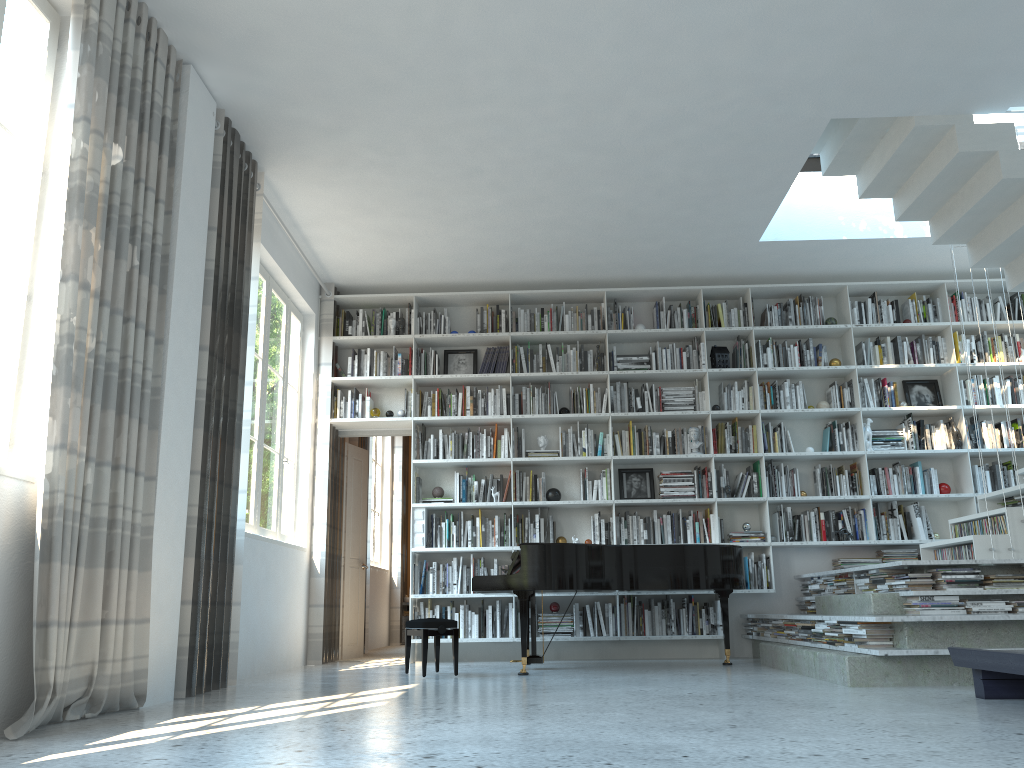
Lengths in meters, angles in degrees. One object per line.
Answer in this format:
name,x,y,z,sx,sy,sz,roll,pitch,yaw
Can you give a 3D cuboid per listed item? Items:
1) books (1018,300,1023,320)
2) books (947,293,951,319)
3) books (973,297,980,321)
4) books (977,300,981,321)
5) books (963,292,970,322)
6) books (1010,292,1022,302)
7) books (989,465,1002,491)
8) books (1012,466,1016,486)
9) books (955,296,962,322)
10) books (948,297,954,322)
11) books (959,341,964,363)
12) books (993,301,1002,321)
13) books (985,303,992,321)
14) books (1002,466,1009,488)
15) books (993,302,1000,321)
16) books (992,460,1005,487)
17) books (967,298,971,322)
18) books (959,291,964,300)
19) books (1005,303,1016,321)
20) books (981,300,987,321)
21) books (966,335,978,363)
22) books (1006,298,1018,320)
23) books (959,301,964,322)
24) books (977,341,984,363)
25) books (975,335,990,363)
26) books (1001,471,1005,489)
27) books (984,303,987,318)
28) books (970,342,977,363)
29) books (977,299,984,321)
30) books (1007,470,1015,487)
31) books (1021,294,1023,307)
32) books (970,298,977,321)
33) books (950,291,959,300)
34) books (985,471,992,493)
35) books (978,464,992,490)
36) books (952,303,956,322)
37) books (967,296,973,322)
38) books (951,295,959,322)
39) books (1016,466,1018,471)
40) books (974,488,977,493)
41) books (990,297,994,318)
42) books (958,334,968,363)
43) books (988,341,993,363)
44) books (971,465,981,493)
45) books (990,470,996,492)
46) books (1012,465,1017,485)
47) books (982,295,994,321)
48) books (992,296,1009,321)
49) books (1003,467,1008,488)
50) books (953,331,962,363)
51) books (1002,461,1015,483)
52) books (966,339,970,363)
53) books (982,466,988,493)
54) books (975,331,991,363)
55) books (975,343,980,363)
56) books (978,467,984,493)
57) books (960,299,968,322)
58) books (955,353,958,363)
books,4.438,-0.602,7.778,0.012,0.215,0.193,-1,-14,2
books,3.811,-0.635,7.810,0.011,0.312,0.173,-1,-14,2
books,4.058,-0.613,7.812,0.029,0.263,0.179,-1,-14,2
books,4.079,-0.600,7.806,0.011,0.236,0.148,-1,-14,2
books,3.975,-0.632,7.813,0.012,0.305,0.185,-1,-14,2
books,4.451,-0.644,7.811,0.014,0.312,0.162,-1,-14,2
books,4.043,0.814,7.442,0.027,0.248,0.184,-1,-14,2
books,4.191,0.823,7.463,0.014,0.237,0.146,-1,-14,2
books,3.893,-0.616,7.799,0.012,0.268,0.185,-1,-14,2
books,3.839,-0.613,7.818,0.022,0.274,0.160,-1,-14,2
books,3.836,-0.245,7.641,0.024,0.204,0.166,-1,-14,2
books,4.274,-0.600,7.817,0.010,0.235,0.132,-1,-14,2
books,4.164,-0.587,7.805,0.026,0.207,0.163,-1,-14,2
books,4.139,0.825,7.476,0.027,0.241,0.132,-1,-14,2
books,4.241,-0.591,7.802,0.057,0.211,0.163,-1,-14,2
books,4.105,0.796,7.474,0.013,0.296,0.141,-1,-14,2
books,3.988,-0.608,7.816,0.014,0.259,0.168,-1,-14,2
books,3.964,-0.638,7.831,0.012,0.325,0.151,-1,-14,2
books,4.353,-0.588,7.781,0.024,0.192,0.187,-1,-14,2
books,4.124,-0.601,7.806,0.025,0.236,0.144,-1,-14,2
books,3.957,-0.273,7.656,0.023,0.263,0.158,-1,-14,2
books,4.399,-0.611,7.802,0.068,0.246,0.161,-1,-14,2
books,3.911,-0.596,7.798,0.022,0.228,0.175,-1,-14,2
books,4.020,-0.247,7.655,0.025,0.211,0.135,-1,-14,2
books,4.043,-0.273,7.641,0.023,0.253,0.190,-1,-14,2
books,4.085,0.843,7.463,0.027,0.200,0.164,-1,-14,2
books,4.144,-0.592,7.821,0.014,0.225,0.133,-1,-14,2
books,3.934,-0.242,7.634,0.024,0.193,0.190,-1,-14,2
books,4.098,-0.604,7.817,0.027,0.249,0.155,-1,-14,2
books,4.162,0.835,7.444,0.021,0.205,0.175,-1,-14,2
books,4.485,-0.633,7.812,0.012,0.291,0.140,-1,-14,2
books,4.033,-0.610,7.811,0.022,0.258,0.163,-1,-14,2
books,3.928,-0.640,7.830,0.014,0.330,0.143,-1,-14,2
books,3.966,0.842,7.453,0.029,0.201,0.173,-1,-14,2
books,3.993,0.814,7.478,0.024,0.266,0.133,-1,-14,2
books,3.863,-0.586,7.822,0.025,0.222,0.137,-1,-14,2
books,4.009,-0.616,7.818,0.027,0.275,0.148,-1,-14,2
books,3.881,-0.621,7.815,0.013,0.285,0.151,-1,-14,2
books,4.225,0.821,7.461,0.013,0.239,0.166,-1,-14,2
books,3.826,0.812,7.476,0.085,0.277,0.160,-1,-14,2
books,4.204,-0.614,7.812,0.015,0.262,0.143,-1,-14,2
books,3.860,-0.275,7.639,0.026,0.262,0.189,-1,-14,2
books,4.084,-0.248,7.642,0.014,0.205,0.184,-1,-14,2
books,3.880,0.819,7.458,0.024,0.251,0.176,-1,-14,2
books,4.018,0.841,7.464,0.025,0.207,0.149,-1,-14,2
books,4.212,0.815,7.467,0.012,0.253,0.161,-1,-14,2
books,4.191,-0.623,7.820,0.012,0.284,0.160,-1,-14,2
books,4.307,-0.621,7.817,0.069,0.276,0.132,-1,-14,2
books,4.118,0.827,7.459,0.014,0.230,0.172,-1,-14,2
books,3.818,-0.287,7.652,0.010,0.293,0.183,-1,-14,2
books,4.178,0.798,7.461,0.011,0.284,0.161,-1,-14,2
books,3.898,-0.254,7.644,0.049,0.223,0.162,-1,-14,2
books,3.941,0.824,7.463,0.022,0.241,0.151,-1,-14,2
books,4.065,-0.293,7.650,0.022,0.296,0.152,-1,-14,2
books,3.990,-0.232,7.687,0.038,0.198,0.171,-1,-14,2
books,3.911,0.828,7.462,0.037,0.235,0.153,-1,-14,2
books,3.946,-0.602,7.806,0.023,0.243,0.183,-1,-14,2
books,3.796,-0.281,7.675,0.036,0.293,0.135,-1,-14,2
